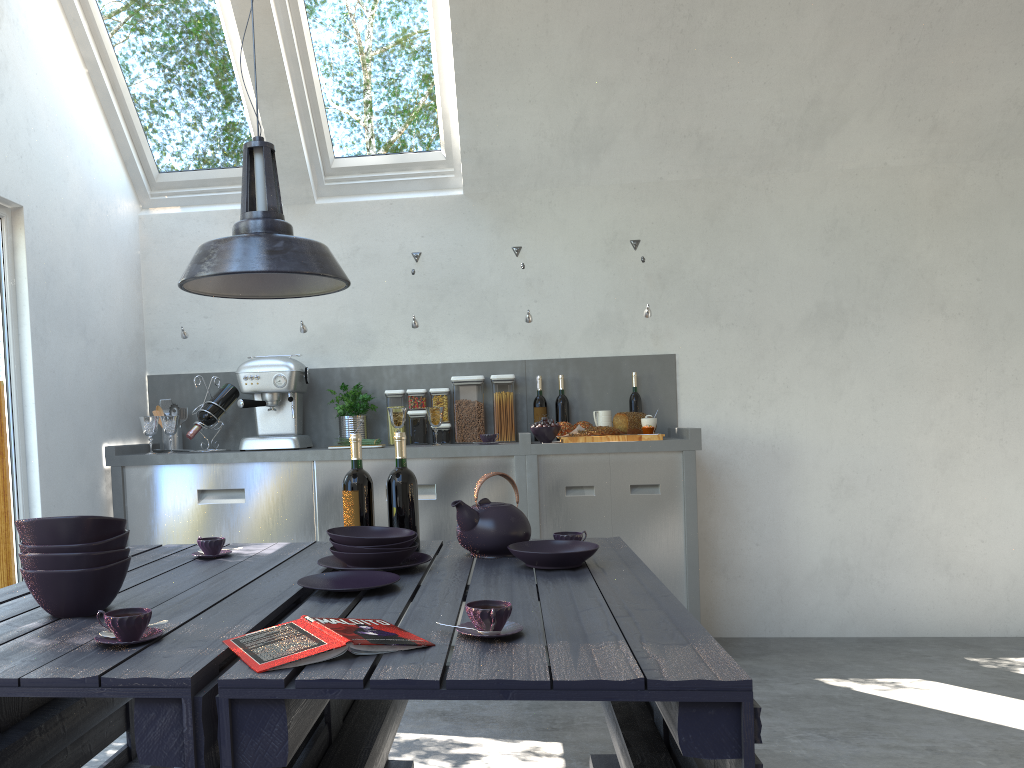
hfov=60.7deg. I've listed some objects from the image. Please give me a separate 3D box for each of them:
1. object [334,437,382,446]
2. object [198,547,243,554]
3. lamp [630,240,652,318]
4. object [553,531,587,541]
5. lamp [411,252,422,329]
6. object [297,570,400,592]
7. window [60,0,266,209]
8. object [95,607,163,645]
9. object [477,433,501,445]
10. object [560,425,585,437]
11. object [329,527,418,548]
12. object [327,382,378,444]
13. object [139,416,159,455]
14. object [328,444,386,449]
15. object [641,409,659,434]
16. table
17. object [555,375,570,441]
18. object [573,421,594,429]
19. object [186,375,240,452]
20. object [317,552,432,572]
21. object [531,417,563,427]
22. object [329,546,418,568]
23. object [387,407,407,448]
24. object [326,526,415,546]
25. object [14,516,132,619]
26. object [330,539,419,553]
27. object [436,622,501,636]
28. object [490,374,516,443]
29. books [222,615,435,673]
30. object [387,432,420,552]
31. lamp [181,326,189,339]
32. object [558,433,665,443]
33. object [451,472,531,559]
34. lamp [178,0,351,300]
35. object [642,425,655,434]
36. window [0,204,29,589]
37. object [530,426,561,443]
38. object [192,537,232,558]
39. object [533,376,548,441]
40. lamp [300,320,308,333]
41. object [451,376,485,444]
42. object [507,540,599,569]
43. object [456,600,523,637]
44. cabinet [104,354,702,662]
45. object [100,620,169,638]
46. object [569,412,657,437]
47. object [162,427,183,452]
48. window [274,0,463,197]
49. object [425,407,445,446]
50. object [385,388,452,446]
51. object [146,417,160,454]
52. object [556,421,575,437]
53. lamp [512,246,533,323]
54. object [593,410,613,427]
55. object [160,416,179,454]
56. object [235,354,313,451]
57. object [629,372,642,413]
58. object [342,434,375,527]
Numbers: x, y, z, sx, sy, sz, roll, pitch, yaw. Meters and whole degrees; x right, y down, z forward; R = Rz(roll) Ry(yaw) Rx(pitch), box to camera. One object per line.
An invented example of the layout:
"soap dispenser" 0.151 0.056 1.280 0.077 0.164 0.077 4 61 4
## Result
"object" -0.782 0.286 4.304 0.288 0.053 0.136 -3 -2 21
"object" -0.866 0.495 2.600 0.127 0.013 0.029 -1 -2 -17
"lamp" 0.643 -0.533 4.358 0.060 0.438 0.329 -2 1 0
"object" 0.156 0.438 2.427 0.116 0.056 0.117 -2 -1 -4
"lamp" -0.500 -0.490 4.498 0.060 0.438 0.329 -2 1 0
"object" -0.370 0.453 1.987 0.239 0.019 0.229 -2 -2 8
"window" -1.673 -1.689 4.172 0.840 1.399 1.471 -2 0 2
"object" -0.680 0.429 1.553 0.114 0.056 0.118 -2 -2 -9
"object" -0.113 0.266 4.198 0.121 0.056 0.111 -2 -2 19
"object" 0.294 0.225 4.272 0.205 0.059 0.191 -3 -2 24
"object" -0.357 0.414 2.258 0.234 0.063 0.224 -2 -2 8
"object" -0.836 0.160 4.559 0.232 0.342 0.265 -2 1 -44
"object" -1.809 0.257 4.371 0.098 0.192 0.098 -2 1 -3
"object" -0.760 0.308 4.304 0.264 0.012 0.180 -2 -2 2
"object" 0.651 0.178 4.154 0.068 0.121 0.077 -3 1 -41
"table" -0.445 0.866 2.068 1.622 0.798 1.490 -2 -1 4
"object" 0.260 0.126 4.524 0.073 0.345 0.070 -1 2 7
"object" 0.351 0.220 4.321 0.111 0.077 0.126 -1 -1 -43
"object" -1.593 0.154 4.541 0.247 0.395 0.312 -1 1 32
"object" -0.354 0.463 2.258 0.314 0.024 0.278 -3 -3 35
"object" 0.159 0.192 4.146 0.156 0.095 0.144 -2 -1 -11
"object" -0.356 0.442 2.255 0.244 0.047 0.215 -4 -3 44
"object" -0.548 0.210 4.212 0.092 0.192 0.104 -3 2 -38
"object" -0.363 0.403 2.255 0.231 0.058 0.227 -2 -2 3
"object" -0.908 0.372 1.824 0.196 0.214 0.211 -2 0 4
"object" -0.354 0.427 2.254 0.233 0.063 0.224 -2 -2 8
"object" -0.078 0.425 1.509 0.139 0.013 0.026 -3 -2 31
"object" -0.042 0.132 4.555 0.129 0.355 0.126 -2 2 3
"books" -0.317 0.429 1.491 0.289 0.030 0.234 -1 -3 -28
"object" -0.319 0.313 2.541 0.096 0.345 0.085 0 2 37
"lamp" -1.695 -0.446 4.644 0.060 0.438 0.329 -2 1 0
"object" 0.465 0.260 4.194 0.477 0.028 0.304 -2 -2 5
"object" -0.054 0.362 2.439 0.215 0.233 0.215 -2 0 5
"lamp" -0.642 -0.792 2.183 0.437 1.099 0.425 -2 2 4
"object" 0.638 0.213 4.099 0.058 0.046 0.060 -2 -1 -12
"window" -2.099 0.308 3.240 0.060 2.133 0.975 -2 1 0
"object" 0.160 0.242 4.148 0.138 0.079 0.156 -1 -2 -39
"object" -0.879 0.477 2.561 0.114 0.056 0.118 -2 -2 -9
"object" 0.147 0.130 4.538 0.073 0.345 0.073 -2 2 -3
"lamp" -1.081 -0.469 4.573 0.058 0.436 0.343 -2 1 -10
"object" -0.224 0.139 4.575 0.177 0.355 0.126 -2 2 4
"object" 0.104 0.432 2.209 0.244 0.047 0.215 -4 -3 44
"object" -0.040 0.407 1.520 0.119 0.056 0.113 -2 -1 11
"cabinet" -0.563 0.627 4.433 2.891 1.482 0.558 -2 2 7
"object" -0.689 0.448 1.595 0.029 0.013 0.124 -3 -3 39
"object" 0.476 0.191 4.202 0.433 0.112 0.132 -1 -1 -24
"object" -1.829 0.301 4.713 0.113 0.132 0.100 -1 1 45
"window" -0.679 -1.734 4.042 0.840 1.392 1.464 -2 0 2
"object" -0.377 0.209 4.331 0.097 0.192 0.100 -2 1 -8
"object" -0.489 0.176 4.592 0.346 0.295 0.104 -2 2 6
"object" -1.862 0.265 4.510 0.094 0.192 0.103 -2 1 -26
"object" 0.252 0.221 4.267 0.111 0.077 0.126 -1 -1 -43
"lamp" 0.062 -0.512 4.433 0.058 0.436 0.343 -2 1 -10
"object" 0.452 0.191 4.300 0.085 0.120 0.085 -1 1 25
"object" -1.729 0.257 4.430 0.103 0.192 0.093 -1 1 26
"object" -1.223 0.091 4.501 0.362 0.501 0.424 -2 0 2
"object" 0.632 0.112 4.478 0.063 0.345 0.061 -1 2 7
"object" -0.448 0.317 2.548 0.097 0.345 0.085 0 3 42
